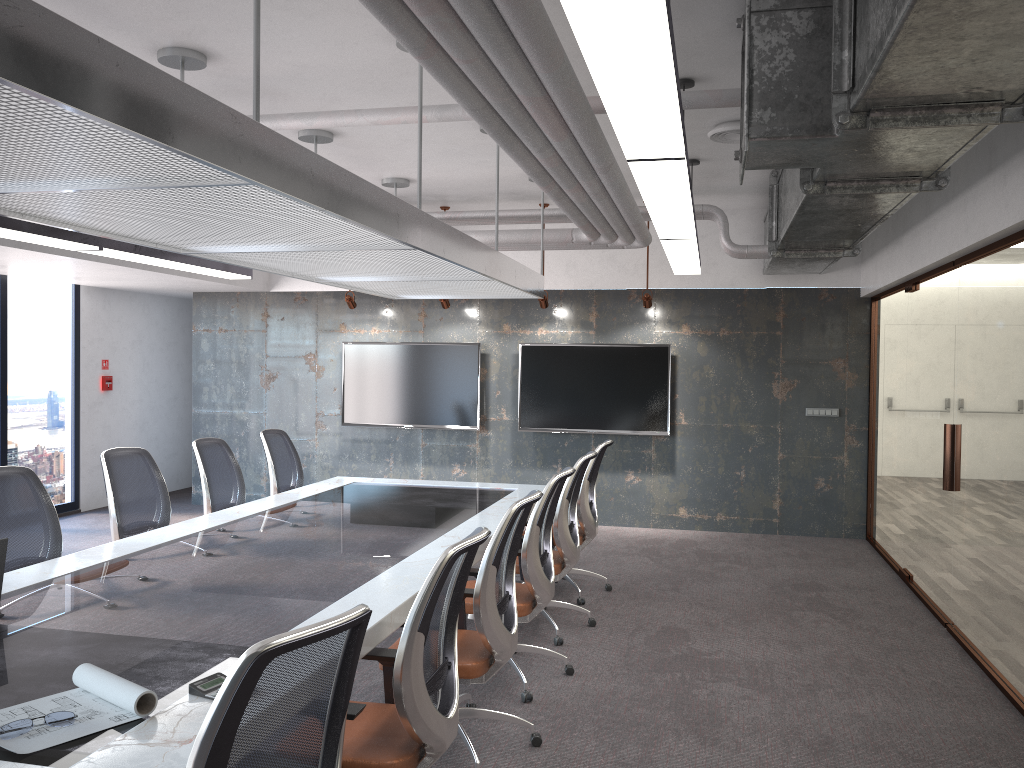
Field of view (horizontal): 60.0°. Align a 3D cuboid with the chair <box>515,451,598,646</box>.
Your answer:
[{"bbox_3d":[0.148,1.013,5.778,0.828,1.166,0.789,0,1,-23],"label":"chair"}]

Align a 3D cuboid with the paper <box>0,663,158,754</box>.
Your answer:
[{"bbox_3d":[-1.229,0.869,2.401,0.348,0.069,0.379,2,2,38],"label":"paper"}]

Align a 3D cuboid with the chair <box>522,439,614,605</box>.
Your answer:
[{"bbox_3d":[0.358,0.996,6.702,0.828,1.166,0.789,0,1,-23],"label":"chair"}]

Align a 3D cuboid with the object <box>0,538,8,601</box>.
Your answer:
[{"bbox_3d":[-2.150,0.730,3.304,0.308,0.277,0.366,1,1,23],"label":"object"}]

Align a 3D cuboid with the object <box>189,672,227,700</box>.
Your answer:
[{"bbox_3d":[-0.845,0.888,2.597,0.161,0.026,0.126,1,1,27],"label":"object"}]

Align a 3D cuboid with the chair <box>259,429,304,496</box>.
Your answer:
[{"bbox_3d":[-1.651,0.960,7.251,0.828,1.166,0.789,0,1,-23],"label":"chair"}]

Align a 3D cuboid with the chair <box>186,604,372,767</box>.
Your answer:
[{"bbox_3d":[-0.740,1.081,2.095,0.828,1.166,0.789,1,1,-8],"label":"chair"}]

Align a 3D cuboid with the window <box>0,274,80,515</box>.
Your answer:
[{"bbox_3d":[-5.933,0.175,5.500,0.121,2.670,9.225,1,1,13],"label":"window"}]

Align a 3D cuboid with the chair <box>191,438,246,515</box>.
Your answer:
[{"bbox_3d":[-1.861,0.977,6.327,0.828,1.166,0.789,0,1,-23],"label":"chair"}]

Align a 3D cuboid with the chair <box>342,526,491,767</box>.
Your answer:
[{"bbox_3d":[-0.482,1.065,3.006,0.828,1.166,0.789,0,1,-23],"label":"chair"}]

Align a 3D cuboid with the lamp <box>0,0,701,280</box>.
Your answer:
[{"bbox_3d":[-1.151,-1.298,4.533,4.126,0.908,6.097,1,1,13],"label":"lamp"}]

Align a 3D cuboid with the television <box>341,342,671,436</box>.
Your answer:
[{"bbox_3d":[-0.130,0.030,9.676,3.667,0.960,0.101,1,1,13],"label":"television"}]

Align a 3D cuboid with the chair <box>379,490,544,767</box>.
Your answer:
[{"bbox_3d":[-0.272,1.048,3.930,0.828,1.166,0.789,0,1,-23],"label":"chair"}]

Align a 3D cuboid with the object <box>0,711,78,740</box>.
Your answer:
[{"bbox_3d":[-1.235,0.886,2.313,0.200,0.036,0.049,0,2,-40],"label":"object"}]

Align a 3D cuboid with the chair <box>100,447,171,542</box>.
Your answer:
[{"bbox_3d":[-2.135,0.991,5.521,0.828,1.166,0.789,0,1,-17],"label":"chair"}]

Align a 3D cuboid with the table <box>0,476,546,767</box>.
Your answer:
[{"bbox_3d":[-1.171,1.225,4.674,1.898,0.745,5.498,1,1,13],"label":"table"}]

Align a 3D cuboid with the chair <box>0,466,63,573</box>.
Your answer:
[{"bbox_3d":[-2.281,1.012,4.478,0.828,1.166,0.789,0,1,-23],"label":"chair"}]

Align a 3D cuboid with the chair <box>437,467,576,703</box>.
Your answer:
[{"bbox_3d":[-0.062,1.030,4.854,0.828,1.166,0.789,0,1,-23],"label":"chair"}]
